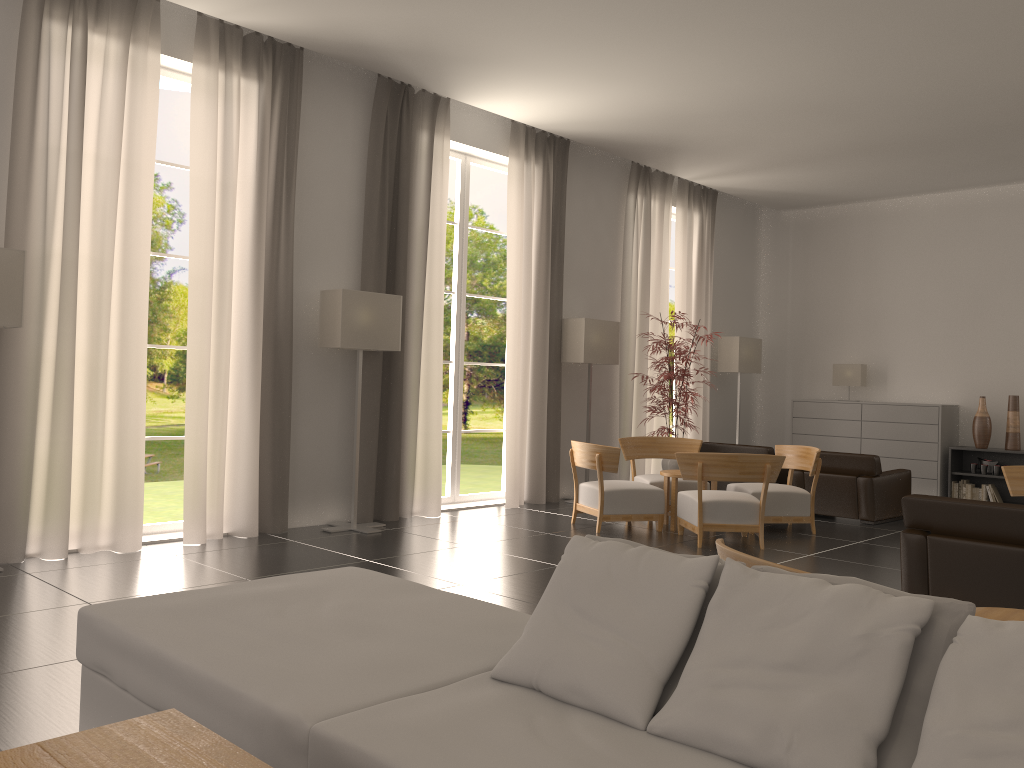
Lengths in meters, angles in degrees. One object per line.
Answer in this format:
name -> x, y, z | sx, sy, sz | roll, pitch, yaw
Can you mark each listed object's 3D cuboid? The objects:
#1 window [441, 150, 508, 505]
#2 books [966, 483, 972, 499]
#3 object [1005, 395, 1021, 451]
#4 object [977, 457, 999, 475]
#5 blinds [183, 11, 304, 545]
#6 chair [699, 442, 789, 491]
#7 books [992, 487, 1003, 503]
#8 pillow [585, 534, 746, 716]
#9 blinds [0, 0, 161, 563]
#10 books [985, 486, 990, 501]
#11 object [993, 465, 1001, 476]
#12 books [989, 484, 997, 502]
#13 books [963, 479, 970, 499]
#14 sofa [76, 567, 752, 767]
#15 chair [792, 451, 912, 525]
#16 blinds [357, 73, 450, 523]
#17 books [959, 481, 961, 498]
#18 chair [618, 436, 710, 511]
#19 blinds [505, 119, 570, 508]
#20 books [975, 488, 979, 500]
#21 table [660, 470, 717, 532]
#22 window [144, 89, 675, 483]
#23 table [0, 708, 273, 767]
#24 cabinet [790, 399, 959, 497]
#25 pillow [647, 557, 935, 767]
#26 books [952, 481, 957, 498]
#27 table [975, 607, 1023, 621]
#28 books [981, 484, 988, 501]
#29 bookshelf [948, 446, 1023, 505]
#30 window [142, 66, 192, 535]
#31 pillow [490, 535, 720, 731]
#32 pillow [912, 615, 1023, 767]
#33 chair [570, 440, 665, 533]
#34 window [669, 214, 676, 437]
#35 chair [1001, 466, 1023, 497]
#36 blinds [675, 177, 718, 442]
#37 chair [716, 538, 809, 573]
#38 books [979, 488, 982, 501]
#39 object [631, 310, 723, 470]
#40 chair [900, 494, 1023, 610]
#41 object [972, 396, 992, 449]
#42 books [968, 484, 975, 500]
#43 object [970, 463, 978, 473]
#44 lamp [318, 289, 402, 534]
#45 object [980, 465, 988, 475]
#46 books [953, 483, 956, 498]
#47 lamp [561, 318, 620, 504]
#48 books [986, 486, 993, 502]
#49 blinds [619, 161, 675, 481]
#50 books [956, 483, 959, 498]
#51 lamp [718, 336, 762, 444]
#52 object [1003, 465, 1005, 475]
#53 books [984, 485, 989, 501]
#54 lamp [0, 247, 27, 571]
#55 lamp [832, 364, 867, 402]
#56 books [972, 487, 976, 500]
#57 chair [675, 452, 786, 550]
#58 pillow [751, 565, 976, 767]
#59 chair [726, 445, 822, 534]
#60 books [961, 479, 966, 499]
window -> -0.887, -0.919, 14.581 | 0.110, 5.752, 2.642 | 1, -1, 44
books -> 8.712, 2.059, 16.913 | 0.039, 0.318, 0.236 | 1, -1, 44
object -> 9.406, 0.728, 16.638 | 0.262, 1.025, 0.262 | 3, -1, -43
object -> 9.049, 1.553, 16.854 | 0.142, 0.310, 0.413 | 2, -1, -32
blinds -> -3.368, -1.309, 11.097 | 0.417, 6.434, 1.549 | 1, -1, 40
chair -> 4.278, 1.606, 15.914 | 1.538, 1.076, 1.499 | 1, -1, 44
books -> 9.067, 2.084, 16.562 | 0.142, 0.290, 0.252 | 1, -1, 44
pillow -> 0.492, 1.007, 3.812 | 0.919, 0.577, 0.549 | 2, -1, 44
blinds -> -4.702, -1.351, 9.704 | 1.549, 6.434, 0.415 | 3, -1, -42
books -> 8.949, 2.073, 16.684 | 0.017, 0.305, 0.239 | 1, -1, 44
object -> 9.067, 1.619, 16.583 | 0.136, 0.179, 0.135 | 2, -1, 14
books -> 9.030, 2.052, 16.610 | 0.138, 0.355, 0.236 | 1, -1, 44
books -> 8.685, 2.025, 16.943 | 0.039, 0.384, 0.232 | 1, -1, 44
sofa -> -1.008, 1.370, 2.112 | 5.526, 1.205, 5.602 | 2, 0, 44
chair -> 5.569, 1.647, 14.680 | 1.538, 1.076, 1.499 | 1, -1, 44
blinds -> -1.568, -1.251, 12.983 | 1.549, 6.434, 0.415 | 3, -1, -42
books -> 8.627, 2.036, 17.013 | 0.039, 0.358, 0.210 | 1, -1, 44
chair -> 2.460, 1.481, 14.101 | 1.451, 1.227, 1.150 | 2, -1, -11
blinds -> 0.389, -1.189, 15.029 | 0.417, 6.434, 1.549 | 1, -1, 40
books -> 8.850, 2.098, 16.827 | 0.054, 0.249, 0.167 | 1, -1, 44
table -> 2.591, 1.696, 12.945 | 0.869, 0.803, 0.870 | 2, -1, -24
window -> 13.917, -3.033, 13.931 | 99.138, 20.589, 48.602 | 2, 0, 44
table -> -1.172, 1.555, 1.969 | 1.600, 0.840, 1.599 | 2, 0, 44
cabinet -> 7.500, 1.317, 18.520 | 3.081, 1.877, 1.040 | 2, -1, 44
pillow -> 0.982, 1.003, 3.151 | 0.802, 0.595, 0.595 | 1, -1, 44
books -> 8.523, 2.043, 17.082 | 0.022, 0.339, 0.253 | 1, -1, 44
table -> 2.783, 1.700, 4.719 | 0.870, 0.803, 0.869 | 1, -1, 36
books -> 8.925, 2.060, 16.743 | 0.054, 0.329, 0.187 | 1, -1, 44
bookshelf -> 9.732, 1.788, 16.194 | 3.081, 1.079, 0.740 | 2, -1, 44
window -> -4.537, -1.036, 10.762 | 0.110, 5.752, 2.642 | 1, -1, 44
pillow -> 0.394, 0.983, 3.713 | 0.802, 0.599, 0.585 | 1, -1, 43
pillow -> 1.613, 1.030, 2.559 | 0.797, 0.580, 0.625 | 1, -1, 45
chair -> 1.461, 1.449, 12.775 | 1.150, 1.227, 1.452 | 2, -1, -21
window -> 2.763, -0.803, 18.401 | 0.110, 5.752, 2.642 | 1, -1, 44
chair -> 6.273, 1.591, 10.093 | 1.452, 1.227, 1.150 | 1, -1, 44
blinds -> 3.791, -1.080, 18.589 | 0.417, 6.434, 1.549 | 1, -1, 40
chair -> 1.671, 1.454, 4.356 | 1.150, 1.227, 1.452 | 2, -1, -21
books -> 8.890, 2.099, 16.788 | 0.054, 0.249, 0.167 | 1, -1, 44
object -> 2.780, 0.410, 15.592 | 1.490, 3.399, 1.770 | 1, -1, 29
chair -> 4.644, 1.616, 8.414 | 1.538, 1.076, 1.499 | 1, -1, 44
object -> 8.911, 0.729, 16.805 | 0.327, 0.992, 0.326 | 2, -1, -23
books -> 8.744, 2.063, 16.877 | 0.054, 0.311, 0.244 | 1, -1, 44
object -> 8.804, 1.611, 16.898 | 0.135, 0.179, 0.136 | 1, -1, 45
lamp -> -2.084, 0.359, 11.983 | 0.908, 3.180, 1.000 | 1, -1, 44
object -> 8.897, 1.614, 16.706 | 0.135, 0.179, 0.136 | 1, -1, 45
books -> 8.558, 2.060, 17.067 | 0.048, 0.305, 0.226 | 1, -1, 44
lamp -> 1.352, 0.469, 15.578 | 0.908, 3.180, 1.000 | 1, -1, 44
books -> 8.998, 2.067, 16.629 | 0.130, 0.322, 0.252 | 1, -1, 44
blinds -> 2.621, -1.117, 17.367 | 1.549, 6.434, 0.415 | 3, -1, -42
books -> 8.584, 2.058, 17.028 | 0.039, 0.313, 0.245 | 1, -1, 44
lamp -> 4.942, 0.583, 19.335 | 0.908, 3.180, 1.000 | 1, -1, 44
object -> 9.288, 1.626, 16.656 | 0.136, 0.179, 0.135 | 2, -1, -40
books -> 8.930, 2.063, 16.693 | 0.019, 0.325, 0.254 | 1, -1, 44
lamp -> -5.370, 0.254, 8.543 | 0.908, 3.180, 1.000 | 1, -1, 44
lamp -> 7.256, -0.028, 19.072 | 0.619, 0.796, 0.309 | 1, -1, 44
books -> 8.810, 2.097, 16.865 | 0.054, 0.249, 0.167 | 1, -1, 44
chair -> 2.810, 1.492, 11.784 | 1.452, 1.227, 1.150 | 2, -1, -1
pillow -> 1.123, 1.026, 3.205 | 0.919, 0.592, 0.557 | 1, -1, 43
chair -> 3.885, 1.526, 13.108 | 1.151, 1.227, 1.451 | 2, 0, -6
books -> 8.650, 2.023, 16.985 | 0.029, 0.385, 0.219 | 1, -1, 44
